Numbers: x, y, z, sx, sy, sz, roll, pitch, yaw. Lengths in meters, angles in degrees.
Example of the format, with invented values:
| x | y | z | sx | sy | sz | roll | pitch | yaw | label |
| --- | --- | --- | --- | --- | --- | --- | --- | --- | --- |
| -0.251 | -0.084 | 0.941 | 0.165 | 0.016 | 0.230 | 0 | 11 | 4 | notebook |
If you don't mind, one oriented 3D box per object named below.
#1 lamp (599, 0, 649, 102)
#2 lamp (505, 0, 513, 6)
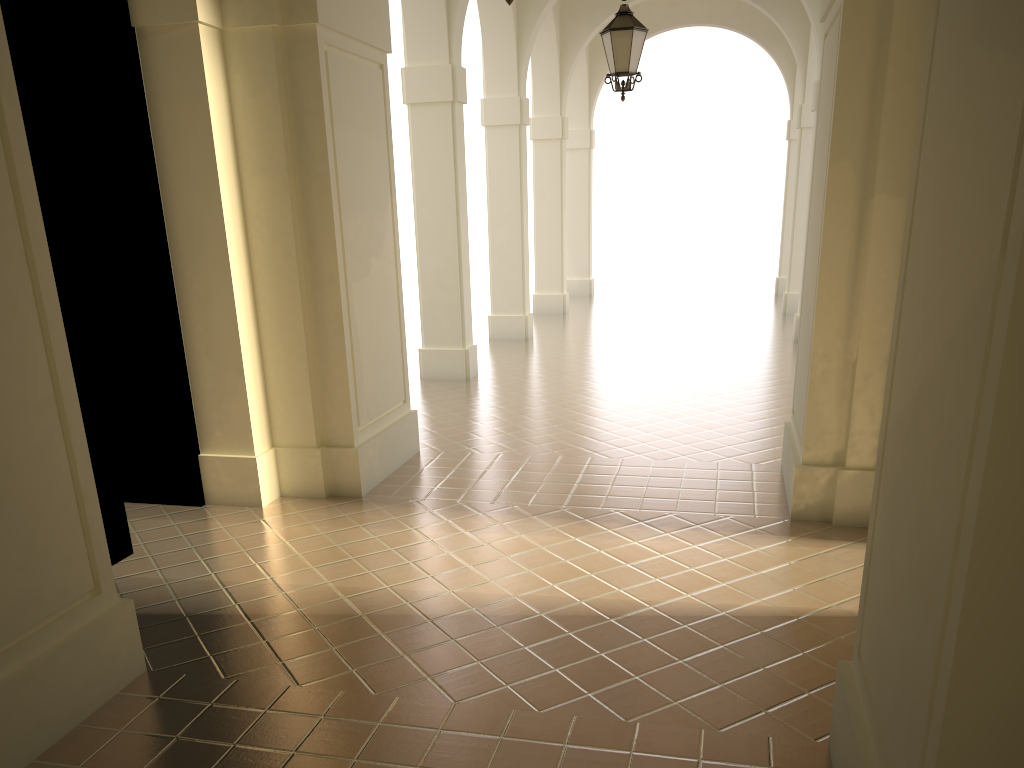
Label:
| x | y | z | sx | sy | sz | roll | pitch | yaw | label |
| --- | --- | --- | --- | --- | --- | --- | --- | --- | --- |
| 1.119 | -4.598 | 8.615 | 0.509 | 3.476 | 0.421 | 3 | 19 | 13 | lamp |
| -0.056 | -3.619 | 4.011 | 0.440 | 3.476 | 0.488 | -7 | 20 | -15 | lamp |
